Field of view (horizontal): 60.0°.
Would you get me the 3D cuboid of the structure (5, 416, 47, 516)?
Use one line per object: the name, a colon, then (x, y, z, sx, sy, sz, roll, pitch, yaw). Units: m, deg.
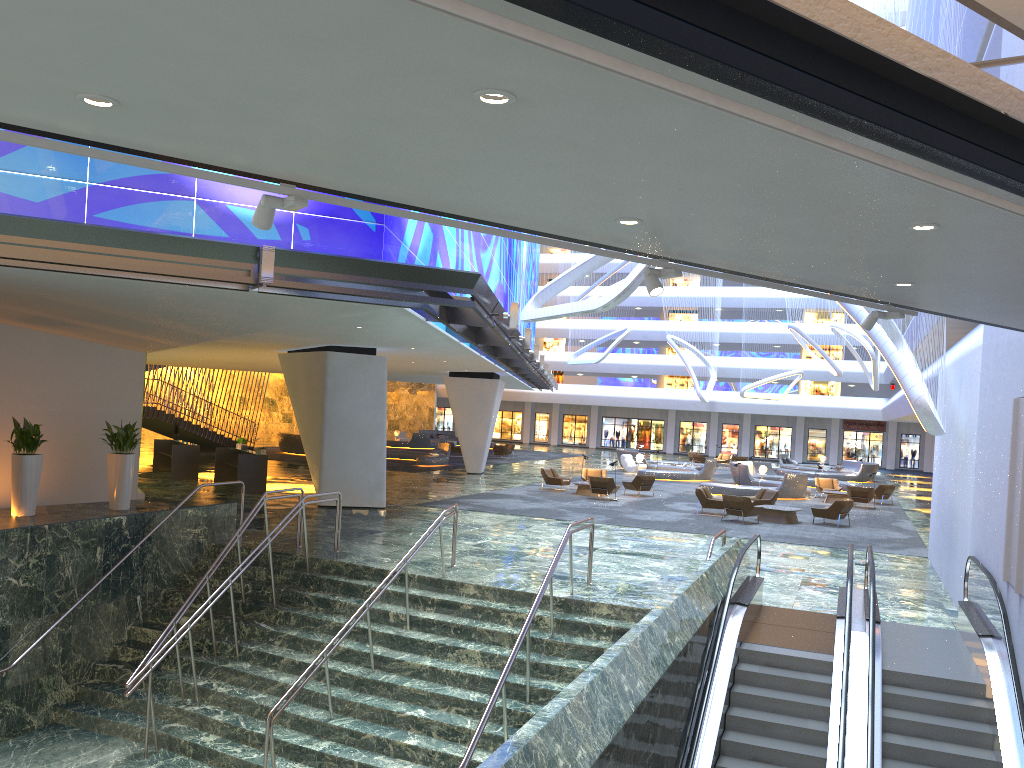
structure: (-10.090, 1.704, 18.384, 0.773, 2.051, 1.022, 3, 0, -8)

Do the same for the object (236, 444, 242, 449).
object: (-8.299, 1.907, 26.996, 0.150, 0.145, 0.150, 4, -1, -35)

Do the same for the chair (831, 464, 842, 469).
chair: (18.978, 4.940, 51.015, 0.930, 0.767, 0.938, 4, -1, -36)

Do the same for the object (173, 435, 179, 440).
object: (-11.315, 1.797, 29.856, 0.158, 0.181, 0.158, 4, -1, -24)

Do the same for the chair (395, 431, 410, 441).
chair: (-7.260, 3.599, 58.554, 0.729, 0.882, 1.156, 3, -1, -25)

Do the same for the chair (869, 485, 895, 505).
chair: (13.805, 4.137, 33.353, 0.930, 0.767, 0.938, 4, -1, -36)

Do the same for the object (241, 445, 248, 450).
object: (-8.055, 1.911, 26.670, 0.150, 0.145, 0.150, 4, -1, -35)

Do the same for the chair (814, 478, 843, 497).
chair: (12.336, 4.090, 34.653, 0.929, 0.767, 0.939, 3, -1, 5)

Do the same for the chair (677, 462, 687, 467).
chair: (8.428, 4.343, 46.632, 1.785, 0.501, 0.585, 4, -1, -15)

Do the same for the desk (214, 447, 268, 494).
desk: (-8.006, 2.518, 26.072, 0.814, 1.097, 2.975, 3, -1, -30)

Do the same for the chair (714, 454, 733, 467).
chair: (13.084, 4.710, 54.731, 0.928, 0.767, 0.940, 3, -1, 40)

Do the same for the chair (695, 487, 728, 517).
chair: (5.923, 3.481, 26.205, 0.938, 0.767, 0.930, 3, -1, 23)

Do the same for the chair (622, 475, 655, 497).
chair: (4.457, 3.533, 30.941, 0.930, 0.767, 0.938, 4, -1, -36)

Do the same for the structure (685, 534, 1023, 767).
structure: (1.471, 6.015, 4.187, 3.014, 8.239, 19.846, 3, -1, 21)

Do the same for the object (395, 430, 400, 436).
object: (-7.481, 3.193, 57.674, 0.366, 0.387, 0.318, 3, -1, 28)

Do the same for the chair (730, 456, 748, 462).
chair: (13.537, 4.681, 52.820, 0.929, 0.767, 0.939, 3, -1, 0)

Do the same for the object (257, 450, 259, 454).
object: (-7.194, 1.939, 25.279, 0.111, 0.108, 0.107, 4, -1, -34)

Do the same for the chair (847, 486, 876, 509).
chair: (12.314, 3.993, 31.302, 0.928, 0.767, 0.939, 3, -1, 27)

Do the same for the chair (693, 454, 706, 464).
chair: (11.139, 4.520, 52.003, 0.939, 0.767, 0.929, 4, -1, -28)

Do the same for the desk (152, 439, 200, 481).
desk: (-10.888, 2.428, 28.668, 0.814, 1.097, 2.975, 4, -1, -32)

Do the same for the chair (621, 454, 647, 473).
chair: (5.938, 3.914, 43.263, 1.156, 0.882, 0.729, 2, -1, 40)

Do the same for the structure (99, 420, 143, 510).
structure: (-8.891, 1.824, 20.154, 1.022, 2.051, 0.772, 3, 0, -1)

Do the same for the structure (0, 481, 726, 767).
structure: (-4.681, 5.751, 6.091, 9.298, 8.399, 19.750, 3, -1, 21)

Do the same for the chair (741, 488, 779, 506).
chair: (7.620, 3.606, 27.190, 0.939, 0.767, 0.929, 4, -1, -17)

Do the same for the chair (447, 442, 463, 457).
chair: (-3.137, 3.622, 49.134, 0.939, 0.767, 0.929, 3, -1, -8)

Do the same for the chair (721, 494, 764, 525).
chair: (6.332, 3.456, 24.537, 0.940, 0.767, 0.928, 4, -1, -42)

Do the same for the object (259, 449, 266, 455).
object: (-7.055, 1.921, 25.074, 0.149, 0.150, 0.149, 4, -1, -34)

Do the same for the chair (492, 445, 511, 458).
chair: (-0.605, 3.765, 49.087, 0.929, 0.767, 0.939, 3, -1, 19)

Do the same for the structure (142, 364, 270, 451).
structure: (-18.040, 0.180, 43.874, 11.974, 6.247, 16.504, 3, -1, 21)

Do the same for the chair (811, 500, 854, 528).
chair: (9.090, 3.631, 25.124, 0.930, 0.767, 0.938, 4, -1, -44)

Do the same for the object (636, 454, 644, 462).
object: (6.110, 3.531, 42.363, 0.367, 0.387, 0.318, 3, 0, 3)

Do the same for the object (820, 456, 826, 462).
object: (19.400, 4.669, 55.261, 0.367, 0.387, 0.318, 3, 0, 3)

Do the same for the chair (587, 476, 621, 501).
chair: (2.966, 3.389, 28.890, 0.928, 0.767, 0.939, 3, -1, 27)

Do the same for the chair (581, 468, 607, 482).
chair: (2.987, 3.486, 32.242, 0.929, 0.767, 0.939, 3, -1, 5)

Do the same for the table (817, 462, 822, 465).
table: (18.849, 5.087, 54.060, 0.418, 0.595, 0.427, 3, 0, -25)

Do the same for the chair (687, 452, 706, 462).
chair: (11.371, 4.614, 54.818, 0.930, 0.767, 0.938, 4, -1, -25)

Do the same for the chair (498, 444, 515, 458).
chair: (-0.384, 3.834, 51.039, 0.939, 0.767, 0.929, 4, -1, -30)

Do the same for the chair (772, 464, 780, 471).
chair: (15.148, 4.857, 51.138, 0.491, 0.501, 0.586, 4, -1, -34)

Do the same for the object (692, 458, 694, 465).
object: (9.430, 4.056, 46.241, 0.066, 0.356, 0.076, 3, 0, -12)

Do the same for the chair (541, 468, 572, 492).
chair: (1.536, 3.377, 31.324, 0.938, 0.767, 0.930, 3, -1, 30)

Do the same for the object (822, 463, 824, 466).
object: (18.547, 4.813, 52.777, 0.131, 0.252, 0.103, 3, 0, 4)

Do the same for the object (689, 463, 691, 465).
object: (9.276, 4.164, 46.201, 0.071, 0.118, 0.151, 3, -1, 31)

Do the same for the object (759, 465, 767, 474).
object: (10.742, 3.668, 37.924, 0.366, 0.387, 0.318, 3, -1, 28)
